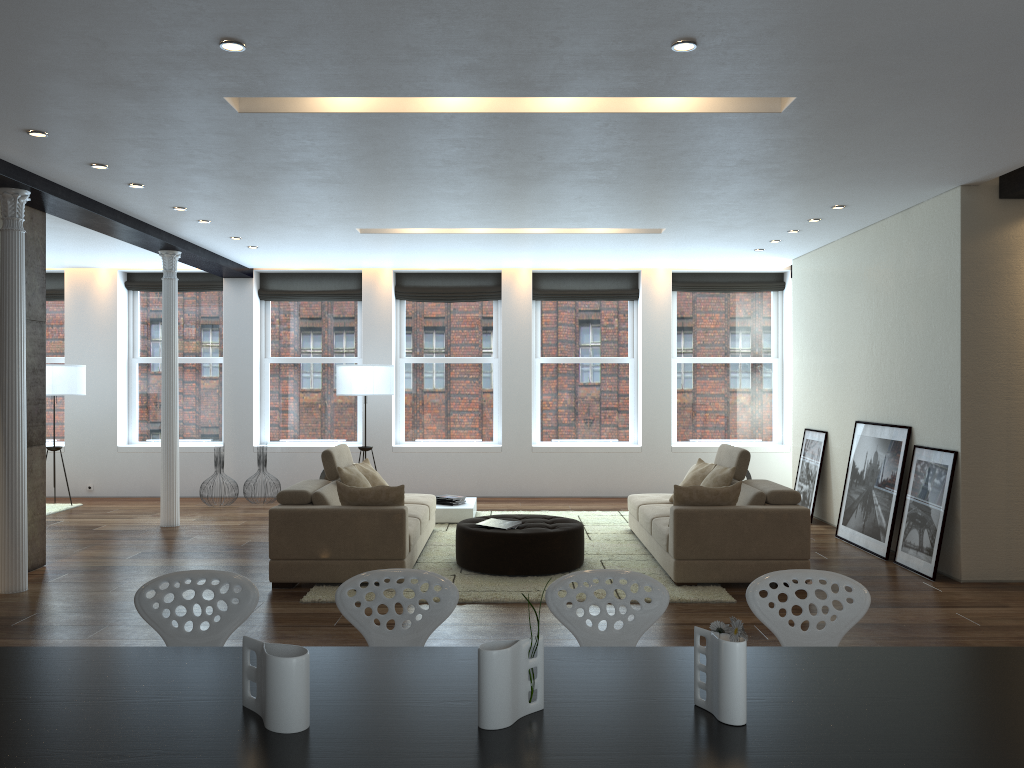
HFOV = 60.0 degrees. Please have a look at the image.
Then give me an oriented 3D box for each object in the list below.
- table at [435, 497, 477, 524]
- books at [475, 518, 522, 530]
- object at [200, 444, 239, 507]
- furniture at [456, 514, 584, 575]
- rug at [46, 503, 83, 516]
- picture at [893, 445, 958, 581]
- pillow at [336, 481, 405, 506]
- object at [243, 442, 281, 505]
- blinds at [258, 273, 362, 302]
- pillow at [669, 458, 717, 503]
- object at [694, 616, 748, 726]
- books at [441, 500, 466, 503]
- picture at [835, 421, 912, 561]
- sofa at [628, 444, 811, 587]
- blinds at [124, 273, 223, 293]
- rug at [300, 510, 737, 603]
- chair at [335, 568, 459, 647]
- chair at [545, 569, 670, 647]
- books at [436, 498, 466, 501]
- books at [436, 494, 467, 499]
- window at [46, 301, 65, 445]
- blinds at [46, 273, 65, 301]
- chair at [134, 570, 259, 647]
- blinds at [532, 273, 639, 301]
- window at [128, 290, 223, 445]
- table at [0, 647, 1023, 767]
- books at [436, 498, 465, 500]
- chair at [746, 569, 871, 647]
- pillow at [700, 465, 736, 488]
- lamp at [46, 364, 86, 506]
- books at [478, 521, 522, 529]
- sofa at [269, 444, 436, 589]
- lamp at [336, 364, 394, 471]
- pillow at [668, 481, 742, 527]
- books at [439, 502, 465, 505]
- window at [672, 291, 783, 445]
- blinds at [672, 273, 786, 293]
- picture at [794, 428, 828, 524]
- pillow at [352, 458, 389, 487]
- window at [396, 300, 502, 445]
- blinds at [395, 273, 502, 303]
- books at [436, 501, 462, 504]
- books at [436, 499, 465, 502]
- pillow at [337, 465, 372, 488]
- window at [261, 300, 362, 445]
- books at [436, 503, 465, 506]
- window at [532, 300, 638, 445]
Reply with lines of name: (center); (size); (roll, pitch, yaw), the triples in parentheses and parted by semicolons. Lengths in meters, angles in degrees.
table: (-0.859, 1.395, 9.793); (0.900, 0.170, 0.900); (0, 0, 0)
books: (-0.108, 1.118, 7.081); (0.301, 0.040, 0.220); (0, 0, 35)
object: (-3.597, 1.110, 10.897); (0.458, 0.781, 0.458); (0, 0, -1)
furniture: (0.066, 1.303, 7.294); (1.057, 0.355, 1.057); (0, 0, 2)
rug: (-7.411, 1.490, 9.452); (4.231, 0.020, 2.972); (0, 0, 0)
picture: (3.289, 1.004, 7.079); (0.195, 0.988, 0.700); (0, 0, 0)
pillow: (-1.047, 0.918, 6.731); (0.518, 0.393, 0.395); (0, 0, 3)
object: (-3.131, 1.110, 11.114); (0.458, 0.781, 0.458); (0, 0, -1)
blinds: (-2.692, -1.314, 11.955); (1.431, 0.395, 0.183); (0, 0, 0)
pillow: (1.676, 0.906, 8.116); (0.368, 0.416, 0.519); (0, 0, -5)
object: (0.495, 0.648, 2.053); (0.076, 0.233, 0.161); (0, 0, -18)
books: (-0.681, 1.277, 9.722); (0.220, 0.010, 0.300); (0, 0, -40)
picture: (3.276, 0.930, 8.100); (0.225, 1.140, 1.183); (0, 0, 0)
sofa: (1.675, 1.025, 7.746); (1.021, 0.950, 2.581); (0, 0, 0)
blinds: (-4.504, -1.374, 11.970); (1.396, 0.275, 0.156); (0, 0, 0)
rug: (0.043, 1.490, 8.176); (2.972, 0.020, 4.231); (0, 0, 0)
chair: (-0.403, 1.079, 2.902); (0.495, 0.835, 0.581); (0, 0, 0)
chair: (0.334, 1.079, 2.893); (0.495, 0.835, 0.581); (0, 0, 0)
books: (-0.681, 1.257, 9.722); (0.300, 0.010, 0.220); (0, 0, 15)
books: (-0.681, 1.238, 9.722); (0.300, 0.010, 0.220); (0, 0, 40)
window: (-6.572, -0.300, 12.033); (1.345, 2.400, 0.123); (0, 0, 0)
blinds: (-6.572, -1.315, 11.970); (1.342, 0.393, 0.156); (0, 0, 0)
chair: (-1.099, 1.079, 2.882); (0.495, 0.835, 0.581); (0, 0, 0)
blinds: (0.987, -1.315, 11.970); (1.442, 0.393, 0.156); (0, 0, 0)
window: (-4.504, -0.300, 12.033); (1.391, 2.400, 0.123); (0, 0, 0)
table: (-0.058, 1.131, 1.988); (3.400, 0.733, 1.200); (0, 0, 0)
books: (-0.696, 1.247, 9.702); (0.300, 0.010, 0.220); (0, 0, 35)
chair: (1.035, 1.079, 2.888); (0.495, 0.835, 0.581); (0, 0, 0)
pillow: (1.689, 0.896, 7.492); (0.301, 0.439, 0.534); (0, 0, -4)
lamp: (-5.572, 0.632, 10.793); (0.698, 1.728, 0.698); (0, 0, 24)
books: (-0.093, 1.126, 7.102); (0.300, 0.031, 0.219); (0, 0, 15)
sofa: (-1.272, 1.025, 7.746); (1.021, 0.950, 2.581); (0, 0, 0)
lamp: (-1.783, 0.633, 10.793); (0.698, 1.728, 0.698); (0, 0, 24)
pillow: (1.451, 0.918, 6.731); (0.518, 0.393, 0.395); (0, 0, -3)
books: (-0.681, 1.296, 9.722); (0.300, 0.010, 0.220); (0, 0, 20)
window: (2.889, -0.300, 12.033); (1.563, 2.400, 0.123); (0, 0, 0)
blinds: (2.891, -1.369, 11.970); (1.563, 0.275, 0.156); (0, 0, 0)
picture: (3.291, 1.004, 9.855); (0.195, 0.988, 0.700); (0, 0, 0)
pillow: (-1.272, 0.906, 8.116); (0.368, 0.416, 0.519); (0, 0, 5)
window: (-0.856, -0.300, 12.033); (1.442, 2.400, 0.123); (0, 0, 0)
blinds: (-0.854, -1.308, 11.970); (1.439, 0.424, 0.156); (0, 0, 0)
books: (-0.696, 1.286, 9.702); (0.300, 0.010, 0.220); (0, 0, 35)
books: (-0.696, 1.267, 9.702); (0.300, 0.010, 0.220); (0, 0, 25)
pillow: (-1.285, 0.896, 7.492); (0.301, 0.439, 0.534); (0, 0, 4)
window: (-2.692, -0.300, 12.033); (1.432, 2.400, 0.123); (0, 0, 0)
books: (-0.696, 1.305, 9.702); (0.300, 0.010, 0.220); (0, 0, 35)
window: (0.986, -0.300, 12.033); (1.443, 2.400, 0.123); (0, 0, 0)
